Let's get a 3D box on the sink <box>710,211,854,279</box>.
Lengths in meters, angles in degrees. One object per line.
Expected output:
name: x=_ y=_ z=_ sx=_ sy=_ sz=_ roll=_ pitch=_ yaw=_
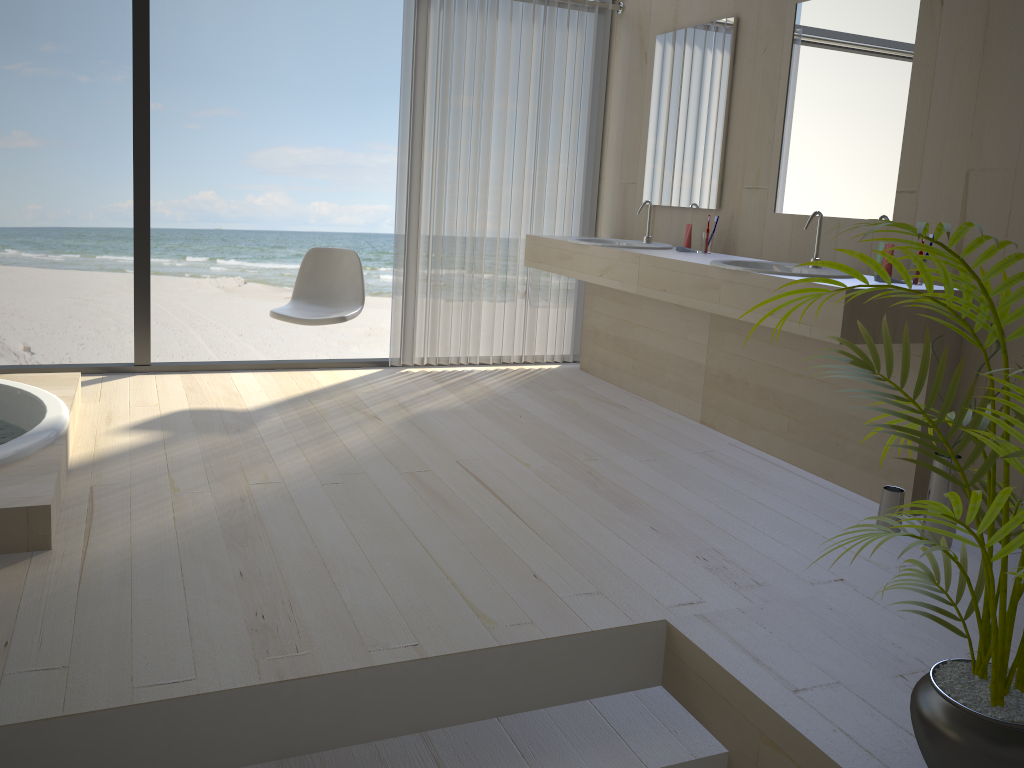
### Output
sink: x=1.011 y=-0.445 z=3.316 sx=0.504 sy=0.415 sz=0.580 roll=-1 pitch=12 yaw=-20

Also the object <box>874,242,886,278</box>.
object: x=1.324 y=-0.441 z=3.176 sx=0.039 sy=0.133 sz=0.039 roll=6 pitch=10 yaw=17

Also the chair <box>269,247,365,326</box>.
chair: x=-0.913 y=-0.467 z=4.233 sx=0.369 sy=0.344 sz=0.459 roll=4 pitch=11 yaw=5

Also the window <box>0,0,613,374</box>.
window: x=-1.453 y=-1.371 z=4.002 sx=4.562 sy=2.787 sz=0.752 roll=-1 pitch=11 yaw=-23

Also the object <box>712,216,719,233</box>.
object: x=0.921 y=-0.690 z=4.090 sx=0.054 sy=0.173 sz=0.012 roll=4 pitch=9 yaw=2

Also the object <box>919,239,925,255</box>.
object: x=1.371 y=-0.419 z=2.972 sx=0.012 sy=0.176 sz=0.050 roll=6 pitch=10 yaw=15

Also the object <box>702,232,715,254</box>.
object: x=0.903 y=-0.651 z=4.098 sx=0.058 sy=0.099 sz=0.059 roll=1 pitch=10 yaw=-17

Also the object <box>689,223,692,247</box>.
object: x=0.850 y=-0.709 z=4.267 sx=0.039 sy=0.133 sz=0.039 roll=8 pitch=10 yaw=24

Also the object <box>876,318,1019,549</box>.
object: x=1.411 y=0.127 z=2.812 sx=0.407 sy=0.742 sz=0.276 roll=-4 pitch=12 yaw=-35

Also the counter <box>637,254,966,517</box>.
counter: x=1.016 y=-0.049 z=3.430 sx=0.550 sy=0.783 sz=1.217 roll=-1 pitch=12 yaw=-23

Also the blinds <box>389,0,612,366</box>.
blinds: x=-0.065 y=-1.129 z=4.873 sx=1.183 sy=2.051 sz=0.085 roll=-1 pitch=10 yaw=-24

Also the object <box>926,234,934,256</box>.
object: x=1.395 y=-0.422 z=3.000 sx=0.054 sy=0.173 sz=0.012 roll=4 pitch=9 yaw=2

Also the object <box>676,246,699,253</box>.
object: x=0.809 y=-0.622 z=4.085 sx=0.104 sy=0.029 sz=0.033 roll=7 pitch=11 yaw=16

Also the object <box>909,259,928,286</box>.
object: x=1.377 y=-0.383 z=3.007 sx=0.058 sy=0.099 sz=0.059 roll=1 pitch=10 yaw=-13

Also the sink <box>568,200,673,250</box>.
sink: x=0.538 y=-0.713 z=4.407 sx=0.504 sy=0.415 sz=0.580 roll=-1 pitch=12 yaw=-20

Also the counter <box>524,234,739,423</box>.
counter: x=0.543 y=-0.317 z=4.521 sx=0.550 sy=0.783 sz=1.217 roll=-1 pitch=12 yaw=-23

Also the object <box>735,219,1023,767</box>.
object: x=0.810 y=0.160 z=1.463 sx=0.917 sy=1.146 sz=0.758 roll=5 pitch=10 yaw=10

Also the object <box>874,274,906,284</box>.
object: x=1.283 y=-0.354 z=2.995 sx=0.104 sy=0.029 sz=0.033 roll=7 pitch=11 yaw=16

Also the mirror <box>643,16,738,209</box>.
mirror: x=0.863 y=-1.316 z=4.381 sx=0.023 sy=0.860 sz=0.660 roll=0 pitch=11 yaw=-23

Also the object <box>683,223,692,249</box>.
object: x=0.826 y=-0.686 z=4.156 sx=0.039 sy=0.133 sz=0.039 roll=8 pitch=10 yaw=24

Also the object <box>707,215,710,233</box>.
object: x=0.898 y=-0.686 z=4.063 sx=0.012 sy=0.176 sz=0.050 roll=6 pitch=10 yaw=15

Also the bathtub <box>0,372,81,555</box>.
bathtub: x=-2.368 y=0.229 z=2.707 sx=1.822 sy=0.692 sz=1.664 roll=-2 pitch=13 yaw=-23

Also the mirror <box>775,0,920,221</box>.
mirror: x=1.295 y=-1.087 z=3.454 sx=0.023 sy=0.860 sz=0.660 roll=0 pitch=11 yaw=-23

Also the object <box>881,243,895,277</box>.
object: x=1.300 y=-0.419 z=3.066 sx=0.039 sy=0.133 sz=0.039 roll=6 pitch=10 yaw=17
